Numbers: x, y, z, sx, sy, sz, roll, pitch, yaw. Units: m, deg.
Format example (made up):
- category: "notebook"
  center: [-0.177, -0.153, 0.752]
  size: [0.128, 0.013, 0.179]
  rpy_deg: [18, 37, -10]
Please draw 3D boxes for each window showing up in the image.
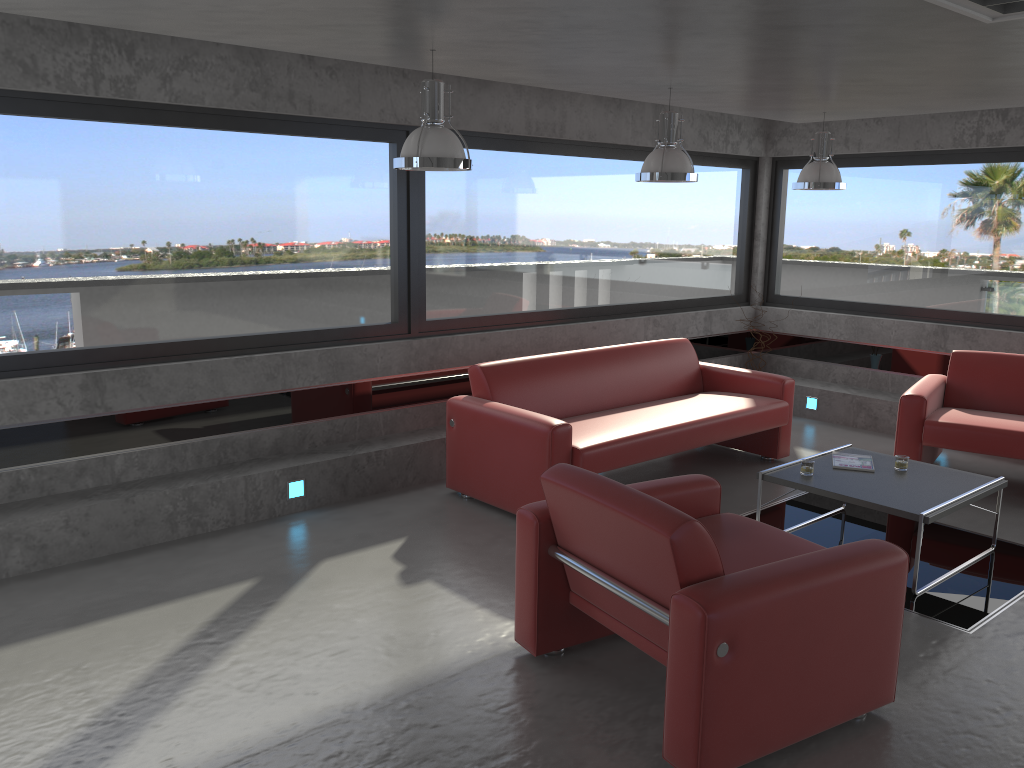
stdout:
- category: "window"
  center: [-0.573, -1.117, 6.539]
  size: [7.800, 1.364, 0.003]
  rpy_deg: [-9, 14, -40]
- category: "window"
  center: [4.198, -1.217, 7.400]
  size: [0.003, 1.364, 4.583]
  rpy_deg: [-9, 14, -40]

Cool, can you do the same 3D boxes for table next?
- category: "table"
  center: [2.108, 0.730, 5.110]
  size: [1.018, 0.436, 0.994]
  rpy_deg: [-9, 14, -40]

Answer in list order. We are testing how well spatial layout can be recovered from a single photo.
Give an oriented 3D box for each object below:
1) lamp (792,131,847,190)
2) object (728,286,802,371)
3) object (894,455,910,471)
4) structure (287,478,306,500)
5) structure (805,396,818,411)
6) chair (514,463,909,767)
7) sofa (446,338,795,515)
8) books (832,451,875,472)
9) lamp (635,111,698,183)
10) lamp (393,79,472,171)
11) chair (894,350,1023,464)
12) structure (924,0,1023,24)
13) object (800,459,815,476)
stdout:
- category: "lamp"
  center: [2.328, -1.681, 6.683]
  size: [0.388, 0.422, 0.389]
  rpy_deg: [9, 14, 37]
- category: "object"
  center: [2.198, -0.257, 7.982]
  size: [0.466, 1.289, 0.531]
  rpy_deg: [-5, 12, -28]
- category: "object"
  center: [2.291, 0.464, 5.215]
  size: [0.079, 0.077, 0.079]
  rpy_deg: [-6, 13, -32]
- category: "structure"
  center: [-1.355, 0.661, 5.572]
  size: [0.123, 0.123, 0.004]
  rpy_deg: [-9, 14, -40]
- category: "structure"
  center: [2.824, 0.184, 8.356]
  size: [0.004, 0.123, 0.123]
  rpy_deg: [-9, 14, -40]
- category: "chair"
  center: [0.784, 0.753, 3.589]
  size: [1.130, 0.854, 1.196]
  rpy_deg: [-6, 13, -31]
- category: "sofa"
  center: [0.891, 0.220, 6.366]
  size: [2.626, 0.854, 1.120]
  rpy_deg: [-9, 14, -40]
- category: "books"
  center: [2.054, 0.465, 5.343]
  size: [0.228, 0.022, 0.326]
  rpy_deg: [4, 11, 18]
- category: "lamp"
  center: [0.970, -1.476, 5.519]
  size: [0.388, 0.422, 0.389]
  rpy_deg: [-9, 14, -40]
- category: "lamp"
  center: [-0.388, -1.271, 4.355]
  size: [0.388, 0.422, 0.389]
  rpy_deg: [-9, 14, -40]
- category: "chair"
  center: [3.477, 0.258, 6.350]
  size: [1.196, 0.854, 1.130]
  rpy_deg: [8, 13, 33]
- category: "structure"
  center: [1.858, -1.471, 3.102]
  size: [0.563, 0.240, 0.563]
  rpy_deg: [-9, 14, -40]
- category: "object"
  center: [1.696, 0.480, 5.093]
  size: [0.079, 0.077, 0.079]
  rpy_deg: [7, 13, 31]
